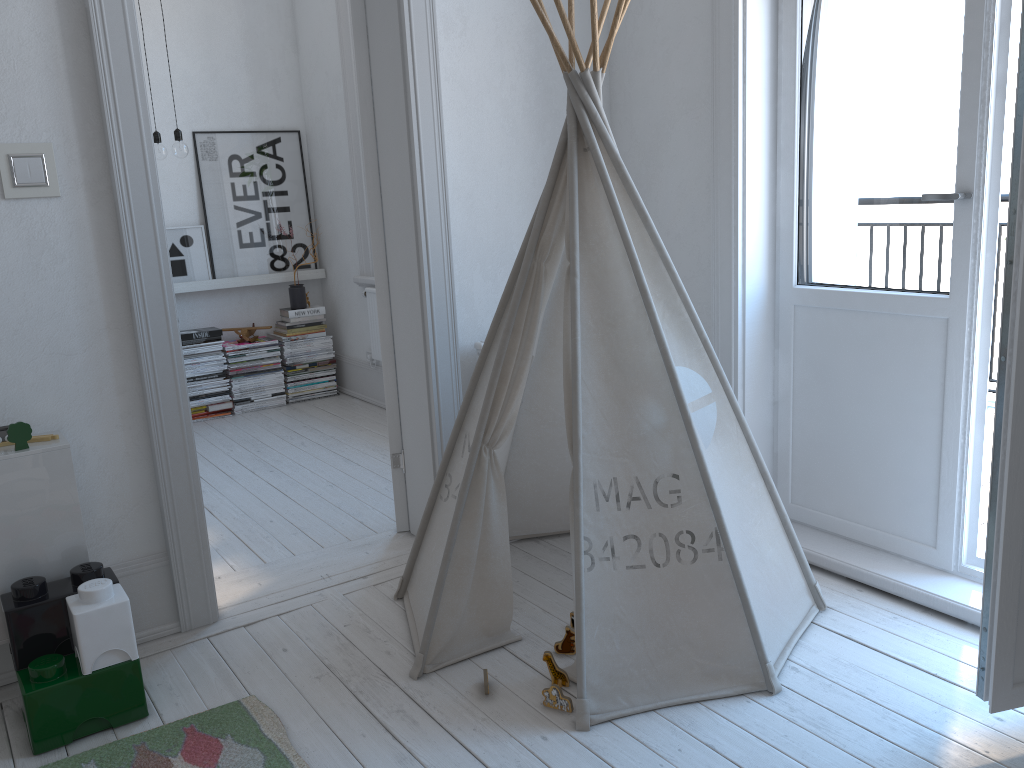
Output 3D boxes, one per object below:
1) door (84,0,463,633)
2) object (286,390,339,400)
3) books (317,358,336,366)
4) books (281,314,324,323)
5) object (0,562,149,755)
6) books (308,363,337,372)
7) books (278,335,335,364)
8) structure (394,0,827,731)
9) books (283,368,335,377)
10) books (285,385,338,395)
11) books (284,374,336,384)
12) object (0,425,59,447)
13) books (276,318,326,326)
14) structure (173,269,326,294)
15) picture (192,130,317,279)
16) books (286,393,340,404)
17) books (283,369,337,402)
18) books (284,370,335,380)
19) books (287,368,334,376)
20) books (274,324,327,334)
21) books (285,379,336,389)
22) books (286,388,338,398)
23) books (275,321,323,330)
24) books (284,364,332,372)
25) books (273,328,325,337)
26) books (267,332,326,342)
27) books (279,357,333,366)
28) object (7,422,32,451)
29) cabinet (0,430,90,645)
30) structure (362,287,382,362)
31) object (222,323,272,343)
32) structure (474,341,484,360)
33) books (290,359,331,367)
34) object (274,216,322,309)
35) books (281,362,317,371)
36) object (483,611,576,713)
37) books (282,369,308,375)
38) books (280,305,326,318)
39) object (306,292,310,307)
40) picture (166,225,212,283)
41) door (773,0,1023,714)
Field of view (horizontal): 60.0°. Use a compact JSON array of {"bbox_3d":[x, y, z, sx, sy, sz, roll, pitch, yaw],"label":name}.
[{"bbox_3d":[-0.507,-0.498,2.785,0.505,2.181,1.463,8,16,40],"label":"door"},{"bbox_3d":[-1.264,0.049,5.463,0.324,0.007,0.252,-10,14,-28],"label":"object"},{"bbox_3d":[-1.180,-0.145,5.450,0.122,0.023,0.220,-11,15,-33],"label":"books"},{"bbox_3d":[-1.260,-0.401,5.338,0.213,0.026,0.151,-11,15,-33],"label":"books"},{"bbox_3d":[-1.030,0.619,2.080,0.246,0.332,0.246,-11,15,-33],"label":"object"},{"bbox_3d":[-1.211,-0.116,5.456,0.178,0.018,0.264,-11,14,-32],"label":"books"},{"bbox_3d":[-1.277,-0.223,5.392,0.316,0.134,0.278,-11,15,-32],"label":"books"},{"bbox_3d":[0.207,-0.219,2.339,1.142,1.752,1.141,5,15,31],"label":"structure"},{"bbox_3d":[-1.269,-0.086,5.423,0.300,0.005,0.242,-11,15,-33],"label":"books"},{"bbox_3d":[-1.266,0.019,5.441,0.316,0.005,0.253,-11,15,-33],"label":"books"},{"bbox_3d":[-1.274,-0.049,5.432,0.315,0.011,0.255,-11,15,-34],"label":"books"},{"bbox_3d":[-1.492,0.185,1.938,0.901,0.047,0.111,-13,16,-38],"label":"object"},{"bbox_3d":[-1.270,-0.380,5.352,0.261,0.018,0.146,-11,15,-34],"label":"books"},{"bbox_3d":[-1.821,-0.567,5.104,1.533,0.056,0.138,-11,15,-33],"label":"structure"},{"bbox_3d":[-1.504,-1.058,5.245,0.631,0.851,0.072,-11,15,-31],"label":"picture"},{"bbox_3d":[-1.263,0.085,5.465,0.333,0.037,0.245,-11,15,-33],"label":"books"},{"bbox_3d":[-1.268,-0.007,5.437,0.316,0.154,0.263,-11,15,-32],"label":"books"},{"bbox_3d":[-1.272,-0.071,5.419,0.306,0.005,0.247,-12,15,-35],"label":"books"},{"bbox_3d":[-1.268,-0.092,5.423,0.292,0.005,0.229,-10,14,-29],"label":"books"},{"bbox_3d":[-1.281,-0.342,5.371,0.256,0.021,0.201,-12,15,-36],"label":"books"},{"bbox_3d":[-1.262,-0.016,5.428,0.310,0.010,0.247,-10,14,-30],"label":"books"},{"bbox_3d":[-1.266,0.039,5.449,0.312,0.006,0.257,-11,15,-33],"label":"books"},{"bbox_3d":[-1.292,-0.363,5.375,0.232,0.020,0.187,-12,15,-35],"label":"books"},{"bbox_3d":[-1.268,-0.112,5.393,0.276,0.007,0.217,-11,14,-32],"label":"books"},{"bbox_3d":[-1.289,-0.319,5.365,0.245,0.020,0.223,-11,15,-34],"label":"books"},{"bbox_3d":[-1.315,-0.301,5.396,0.271,0.026,0.285,-11,15,-33],"label":"books"},{"bbox_3d":[-1.254,-0.147,5.371,0.304,0.009,0.166,-12,15,-35],"label":"books"},{"bbox_3d":[-1.162,0.122,2.094,0.054,0.067,0.009,-14,17,-41],"label":"object"},{"bbox_3d":[-1.501,0.430,1.994,0.969,0.455,0.182,-11,15,-33],"label":"cabinet"},{"bbox_3d":[-0.609,-0.285,4.676,0.049,0.418,0.741,-11,15,-33],"label":"structure"},{"bbox_3d":[-1.565,-0.296,5.212,0.258,0.086,0.257,-13,15,-37],"label":"object"},{"bbox_3d":[0.157,0.039,3.080,0.635,0.461,0.075,-12,16,-36],"label":"structure"},{"bbox_3d":[-1.259,-0.140,5.380,0.255,0.007,0.198,-13,15,-37],"label":"books"},{"bbox_3d":[-1.247,-0.731,5.281,0.293,0.554,0.157,-9,14,-23],"label":"object"},{"bbox_3d":[-1.307,-0.119,5.361,0.193,0.023,0.194,-11,15,-33],"label":"books"},{"bbox_3d":[0.307,0.537,2.255,0.856,0.284,0.384,-14,16,-40],"label":"object"},{"bbox_3d":[-1.314,-0.082,5.327,0.134,0.020,0.119,-11,15,-33],"label":"books"},{"bbox_3d":[-1.262,-0.437,5.340,0.228,0.045,0.169,-10,14,-30],"label":"books"},{"bbox_3d":[-1.249,-0.518,5.376,0.045,0.101,0.050,-5,13,-10],"label":"object"},{"bbox_3d":[-1.904,-0.720,5.017,0.366,0.330,0.040,-12,15,-35],"label":"picture"},{"bbox_3d":[0.966,-0.329,2.127,0.636,1.842,1.262,-11,15,-31],"label":"door"}]
